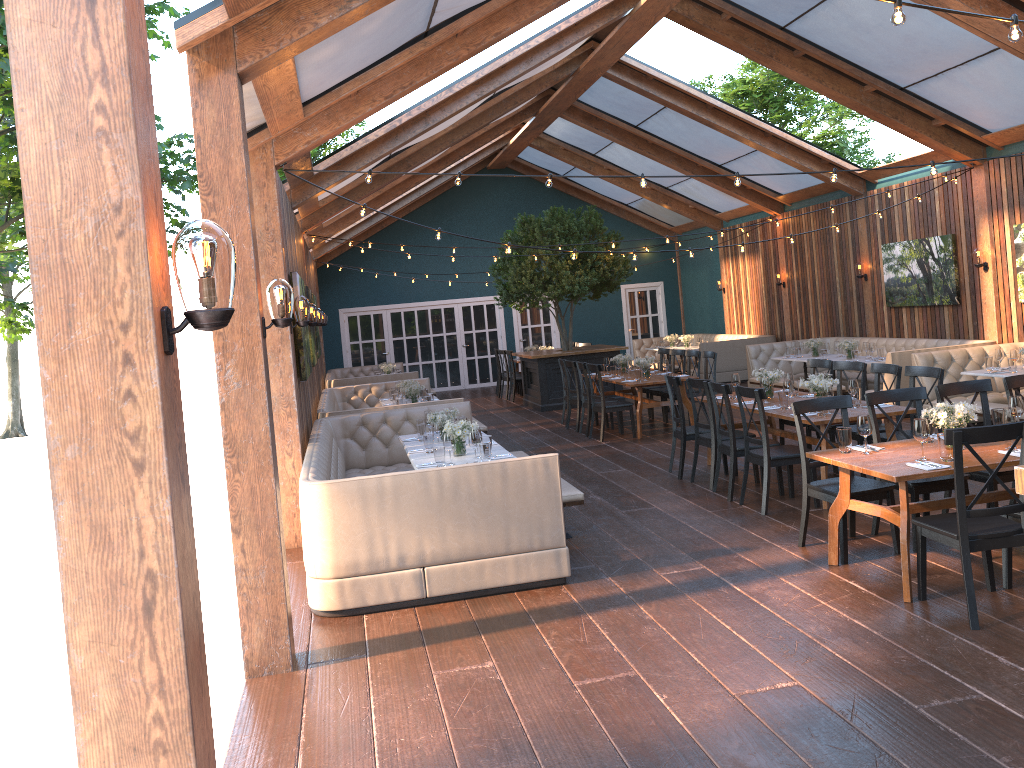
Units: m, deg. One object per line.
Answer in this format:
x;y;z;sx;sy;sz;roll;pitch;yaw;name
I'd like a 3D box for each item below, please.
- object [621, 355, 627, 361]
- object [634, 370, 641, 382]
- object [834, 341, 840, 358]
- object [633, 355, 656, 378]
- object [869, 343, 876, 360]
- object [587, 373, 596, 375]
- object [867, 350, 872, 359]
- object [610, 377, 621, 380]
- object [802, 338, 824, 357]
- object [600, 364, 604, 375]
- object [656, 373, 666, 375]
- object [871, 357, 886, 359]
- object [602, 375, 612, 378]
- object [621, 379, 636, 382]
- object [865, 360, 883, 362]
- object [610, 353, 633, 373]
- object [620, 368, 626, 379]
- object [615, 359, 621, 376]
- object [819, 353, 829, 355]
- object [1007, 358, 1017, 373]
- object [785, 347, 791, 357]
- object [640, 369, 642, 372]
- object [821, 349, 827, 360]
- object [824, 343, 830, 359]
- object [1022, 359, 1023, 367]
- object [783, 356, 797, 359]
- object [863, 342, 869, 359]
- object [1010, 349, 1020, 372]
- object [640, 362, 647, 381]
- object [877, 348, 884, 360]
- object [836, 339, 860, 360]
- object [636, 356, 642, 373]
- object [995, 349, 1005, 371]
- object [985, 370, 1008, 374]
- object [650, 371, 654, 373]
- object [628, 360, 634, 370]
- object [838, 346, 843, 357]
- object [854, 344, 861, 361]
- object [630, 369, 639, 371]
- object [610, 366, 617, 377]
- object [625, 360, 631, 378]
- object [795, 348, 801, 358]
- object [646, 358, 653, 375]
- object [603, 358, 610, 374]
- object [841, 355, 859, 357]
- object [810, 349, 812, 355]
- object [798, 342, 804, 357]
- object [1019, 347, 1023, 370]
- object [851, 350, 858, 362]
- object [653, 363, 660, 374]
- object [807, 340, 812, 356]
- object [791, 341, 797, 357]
1.736;-0.322;13.693;0.092;0.244;0.092;-6;2;-30;object
1.671;-0.108;11.716;0.091;0.158;0.092;-4;2;26;object
4.946;-0.528;13.450;0.092;0.244;0.092;-4;2;37;object
1.838;-0.244;12.256;0.328;0.309;0.337;-4;3;26;object
5.084;-0.459;12.477;0.092;0.244;0.092;-4;2;37;object
1.276;-0.157;13.555;0.255;0.019;0.158;-6;5;-11;object
5.166;-0.450;12.794;0.092;0.158;0.092;-6;2;-24;object
1.496;-0.085;12.462;0.255;0.019;0.158;-6;5;-11;object
4.741;-0.578;13.873;0.336;0.309;0.330;-5;3;1;object
1.357;-0.219;13.380;0.092;0.158;0.092;-5;2;6;object
2.142;-0.147;12.522;0.255;0.019;0.158;-6;5;-11;object
5.251;-0.375;12.649;0.255;0.019;0.158;-6;5;-11;object
1.410;-0.119;12.966;0.255;0.019;0.158;-6;5;-11;object
1.606;-0.047;11.890;0.255;0.019;0.158;-6;5;-11;object
5.028;-0.329;12.327;0.157;0.019;0.255;-6;5;-10;object
1.665;-0.315;13.291;0.336;0.309;0.329;-6;3;-15;object
1.545;-0.145;12.287;0.091;0.158;0.092;-5;2;16;object
1.548;-0.239;12.895;0.092;0.244;0.092;-5;1;-13;object
4.954;-0.476;14.171;0.255;0.019;0.158;-6;5;-11;object
5.391;-0.197;9.525;0.092;0.158;0.092;-6;2;-24;object
4.480;-0.520;14.360;0.092;0.158;0.092;-6;2;-24;object
1.945;-0.260;13.198;0.091;0.158;0.092;-5;2;16;object
4.661;-0.439;13.206;0.092;0.158;0.092;-6;2;-24;object
4.731;-0.495;13.286;0.092;0.244;0.092;-4;2;37;object
5.739;-0.257;9.876;0.092;0.158;0.092;-6;2;-24;object
4.449;-0.427;14.114;0.255;0.019;0.158;-6;5;-11;object
5.089;-0.479;12.713;0.092;0.244;0.092;-4;2;37;object
5.460;-0.252;9.605;0.092;0.244;0.092;-4;2;37;object
1.766;-0.169;11.824;0.092;0.244;0.092;-5;1;-8;object
5.168;-0.417;12.404;0.091;0.158;0.092;-4;2;26;object
4.925;-0.516;12.931;0.336;0.309;0.330;-5;3;6;object
1.886;-0.285;13.111;0.092;0.244;0.092;-5;1;-13;object
5.427;-0.270;9.845;0.092;0.244;0.092;-4;2;37;object
5.319;-0.133;9.673;0.255;0.019;0.158;-6;5;-11;object
2.047;-0.179;13.052;0.255;0.019;0.158;-6;5;-11;object
1.861;-0.297;13.780;0.091;0.158;0.092;-5;2;16;object
5.023;-0.499;13.531;0.092;0.158;0.092;-6;2;-24;object
4.886;-0.444;12.504;0.092;0.244;0.092;-5;1;-8;object
1.924;-0.220;13.620;0.255;0.019;0.158;-6;5;-11;object
1.471;-0.181;12.802;0.092;0.158;0.092;-5;2;-4;object
1.630;-0.205;12.400;0.092;0.244;0.092;-5;1;-8;object
4.521;-0.491;13.966;0.092;0.158;0.092;-6;2;-24;object
1.956;-0.250;12.584;0.092;0.244;0.092;-4;2;32;object
1.443;-0.278;13.480;0.092;0.244;0.092;-4;2;37;object
5.107;-0.424;13.385;0.255;0.019;0.158;-6;5;-11;object
4.870;-0.551;14.317;0.092;0.158;0.092;-6;2;-24;object
4.591;-0.546;14.046;0.092;0.244;0.092;-4;2;37;object
5.662;-0.286;9.794;0.092;0.244;0.092;-4;2;37;object
4.817;-0.388;12.424;0.092;0.158;0.092;-6;2;-24;object
2.074;-0.224;12.677;0.092;0.158;0.091;-7;3;-44;object
4.792;-0.580;14.236;0.092;0.244;0.092;-4;2;37;object
4.557;-0.564;14.286;0.092;0.244;0.092;-4;2;37;object
